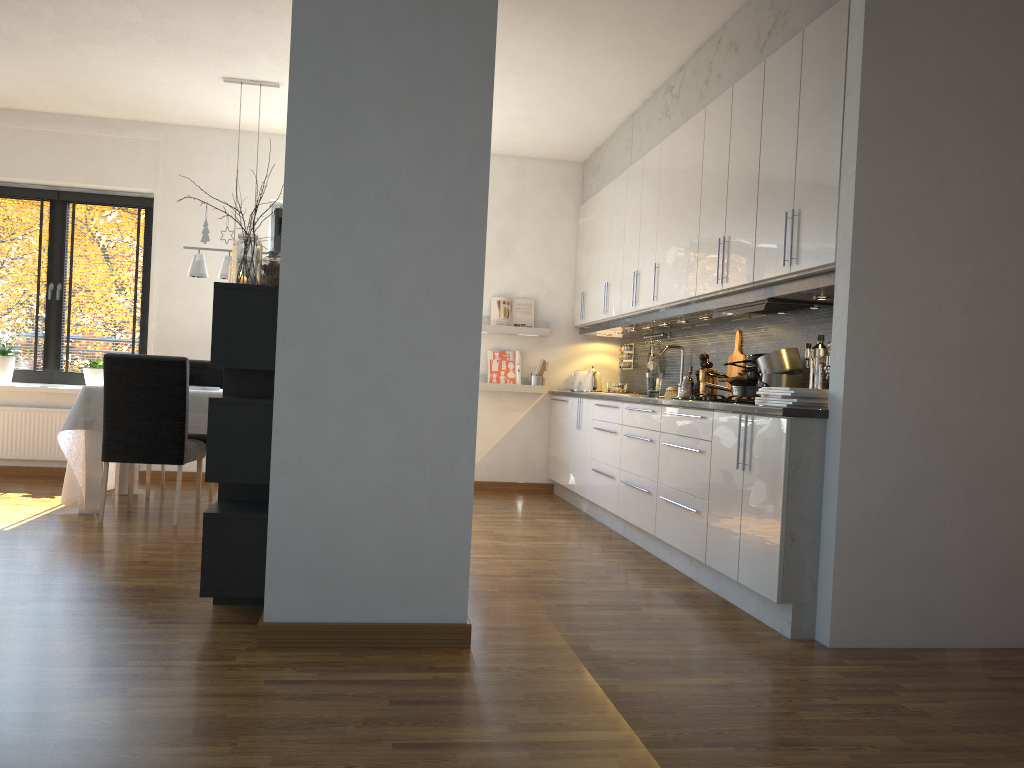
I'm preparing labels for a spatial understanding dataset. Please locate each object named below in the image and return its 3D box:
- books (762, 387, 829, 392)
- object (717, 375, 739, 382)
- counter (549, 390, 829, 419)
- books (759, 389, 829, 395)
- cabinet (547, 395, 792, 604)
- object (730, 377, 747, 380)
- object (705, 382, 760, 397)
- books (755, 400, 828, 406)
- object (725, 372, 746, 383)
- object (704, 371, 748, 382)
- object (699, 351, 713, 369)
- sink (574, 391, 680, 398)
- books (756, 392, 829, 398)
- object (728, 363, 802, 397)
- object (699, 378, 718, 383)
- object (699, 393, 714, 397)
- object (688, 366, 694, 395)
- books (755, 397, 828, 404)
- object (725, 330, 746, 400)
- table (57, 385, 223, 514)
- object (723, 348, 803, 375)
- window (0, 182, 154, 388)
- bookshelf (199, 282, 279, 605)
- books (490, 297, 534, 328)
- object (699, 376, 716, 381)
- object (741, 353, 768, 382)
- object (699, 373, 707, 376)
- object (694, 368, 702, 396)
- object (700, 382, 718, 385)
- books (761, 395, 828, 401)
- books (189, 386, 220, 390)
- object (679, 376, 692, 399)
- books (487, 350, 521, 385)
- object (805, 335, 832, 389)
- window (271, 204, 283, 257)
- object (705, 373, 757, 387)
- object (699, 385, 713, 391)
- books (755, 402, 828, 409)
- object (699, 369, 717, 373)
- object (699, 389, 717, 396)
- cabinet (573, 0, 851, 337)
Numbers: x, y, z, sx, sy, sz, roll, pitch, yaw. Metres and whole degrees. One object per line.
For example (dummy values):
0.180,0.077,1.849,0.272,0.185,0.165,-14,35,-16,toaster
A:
1.173,0.025,3.536,0.252,0.011,0.318,3,0,-3,books
1.129,-0.027,4.545,0.064,0.044,0.335,3,0,42,object
0.956,0.181,5.417,0.622,0.192,4.249,3,0,-9,counter
1.168,0.035,3.528,0.252,0.011,0.318,3,0,-8,books
0.658,0.456,5.374,0.040,0.690,4.222,3,0,-9,cabinet
1.179,-0.020,4.531,0.065,0.021,0.336,3,0,39,object
1.204,0.031,4.594,0.232,0.061,0.351,3,0,-36,object
1.147,0.077,3.503,0.252,0.011,0.318,3,0,-10,books
1.143,-0.033,4.536,0.059,0.061,0.334,3,0,33,object
1.193,-0.019,4.555,0.356,0.080,0.246,3,0,-7,object
1.120,-0.049,5.138,0.061,0.283,0.123,3,1,-9,object
0.821,0.157,6.116,0.475,0.168,1.421,3,0,-9,sink
1.154,0.045,3.515,0.252,0.011,0.318,3,0,-8,books
1.214,-0.014,4.197,0.348,0.154,0.200,3,0,-30,object
1.105,-0.008,4.986,0.101,0.057,0.099,3,0,2,object
1.101,0.074,4.979,0.100,0.036,0.100,3,0,23,object
1.034,-0.008,5.136,0.058,0.192,0.080,3,1,-25,object
1.150,0.066,3.487,0.252,0.011,0.318,3,0,-13,books
1.305,-0.107,5.162,0.029,0.419,0.219,3,1,-9,object
-1.847,0.426,5.850,1.856,0.763,1.235,3,0,-9,table
1.232,-0.092,4.296,0.203,0.169,0.371,3,0,-37,object
-4.995,1.360,18.737,12.968,18.374,21.833,3,0,21,window
-1.041,0.247,3.679,0.237,1.201,1.189,3,0,-9,bookshelf
0.005,-0.566,7.337,0.364,0.299,0.109,3,1,-9,books
1.101,-0.027,4.986,0.100,0.036,0.100,3,0,-16,object
1.272,-0.078,4.496,0.190,0.159,0.197,3,0,37,object
1.102,-0.043,4.986,0.100,0.036,0.100,3,0,19,object
1.073,-0.002,5.063,0.058,0.184,0.058,3,1,23,object
1.105,0.014,4.985,0.100,0.043,0.099,3,0,-22,object
1.157,0.056,3.530,0.252,0.011,0.318,3,0,2,books
-2.063,0.024,5.732,0.278,0.022,0.204,3,0,17,books
0.999,0.019,5.080,0.069,0.135,0.069,2,1,-34,object
-0.065,-0.115,7.328,0.283,0.330,0.138,3,1,-12,books
1.365,-0.080,3.796,0.206,0.370,0.353,3,0,-9,object
-1.238,-0.644,7.398,1.561,1.588,0.119,3,1,-9,window
1.190,-0.005,4.568,0.347,0.082,0.243,3,0,27,object
1.102,0.034,4.983,0.099,0.051,0.099,3,0,-23,object
1.145,0.088,3.515,0.252,0.011,0.318,3,0,-6,books
1.102,-0.064,4.984,0.099,0.047,0.100,3,0,-14,object
1.101,0.052,4.981,0.099,0.048,0.100,3,0,9,object
1.088,-0.925,5.416,0.458,1.070,4.234,3,0,-9,cabinet
